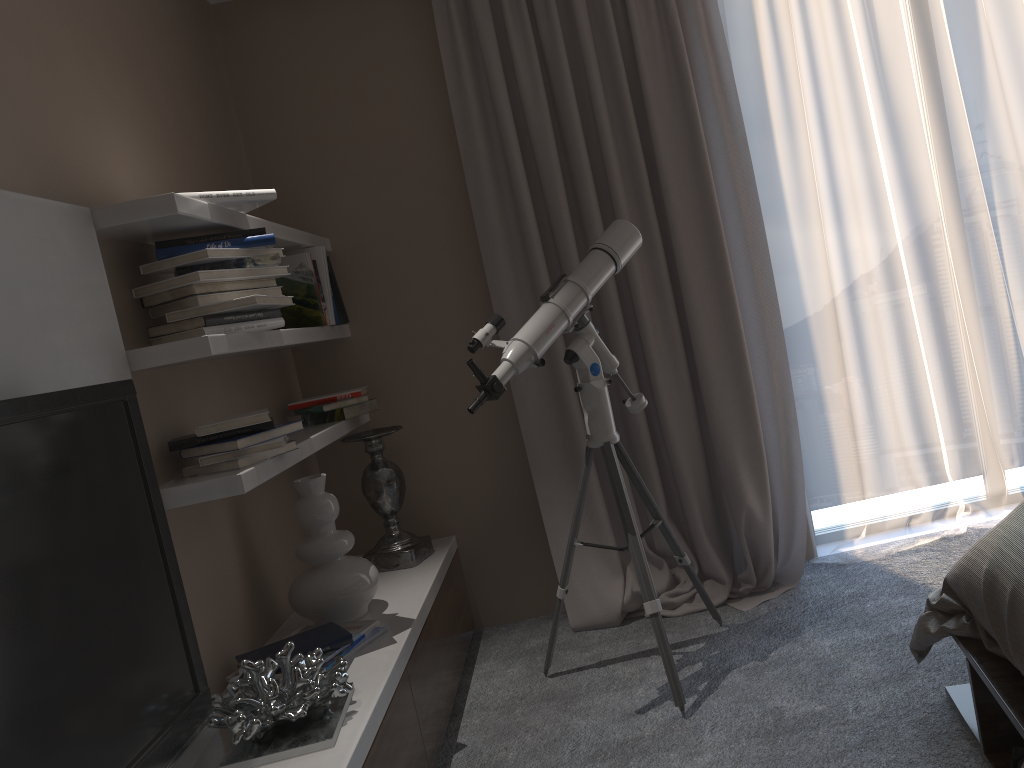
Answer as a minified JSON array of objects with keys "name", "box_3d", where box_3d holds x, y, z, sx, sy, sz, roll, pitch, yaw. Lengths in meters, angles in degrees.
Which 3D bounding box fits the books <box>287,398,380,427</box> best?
[{"name":"books","box_3d":[-0.633,0.104,3.126,0.238,0.043,0.200,-9,5,25]}]

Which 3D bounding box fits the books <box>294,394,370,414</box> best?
[{"name":"books","box_3d":[-0.642,0.073,3.122,0.185,0.023,0.236,-15,5,-38]}]

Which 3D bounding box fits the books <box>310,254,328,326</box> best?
[{"name":"books","box_3d":[-0.745,-0.303,3.000,0.178,0.251,0.023,-12,5,-2]}]

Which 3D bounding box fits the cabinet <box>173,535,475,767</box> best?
[{"name":"cabinet","box_3d":[-0.532,1.007,1.147,0.450,0.370,4.564,-11,4,4]}]

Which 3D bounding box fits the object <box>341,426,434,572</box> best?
[{"name":"object","box_3d":[-0.446,0.404,3.137,0.217,0.482,0.221,-11,5,10]}]

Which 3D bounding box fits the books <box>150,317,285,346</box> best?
[{"name":"books","box_3d":[-0.759,-0.133,2.281,0.190,0.028,0.274,-9,5,29]}]

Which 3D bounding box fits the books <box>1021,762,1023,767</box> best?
[{"name":"books","box_3d":[1.079,0.771,1.724,0.147,0.020,0.216,-7,6,43]}]

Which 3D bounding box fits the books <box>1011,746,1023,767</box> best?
[{"name":"books","box_3d":[1.074,0.792,1.750,0.141,0.023,0.231,-9,5,30]}]

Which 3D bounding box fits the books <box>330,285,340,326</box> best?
[{"name":"books","box_3d":[-0.722,-0.318,3.075,0.185,0.260,0.025,-12,5,-2]}]

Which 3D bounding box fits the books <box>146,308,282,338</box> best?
[{"name":"books","box_3d":[-0.769,-0.159,2.290,0.182,0.031,0.293,-10,5,23]}]

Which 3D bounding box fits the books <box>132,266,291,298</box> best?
[{"name":"books","box_3d":[-0.767,-0.265,2.269,0.214,0.027,0.325,-9,5,26]}]

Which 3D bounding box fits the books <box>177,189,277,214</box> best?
[{"name":"books","box_3d":[-0.781,-0.463,2.269,0.285,0.027,0.193,-15,6,-44]}]

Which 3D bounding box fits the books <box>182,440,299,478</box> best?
[{"name":"books","box_3d":[-0.692,0.190,2.258,0.167,0.025,0.237,-10,5,22]}]

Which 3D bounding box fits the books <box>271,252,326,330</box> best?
[{"name":"books","box_3d":[-0.749,-0.297,2.941,0.195,0.250,0.043,-12,5,-2]}]

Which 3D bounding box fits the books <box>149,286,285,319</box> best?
[{"name":"books","box_3d":[-0.768,-0.214,2.300,0.189,0.028,0.275,-9,5,33]}]

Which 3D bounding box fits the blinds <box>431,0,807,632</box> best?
[{"name":"blinds","box_3d":[0.414,-0.471,3.143,1.052,2.644,0.357,-12,5,0]}]

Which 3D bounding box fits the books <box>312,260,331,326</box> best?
[{"name":"books","box_3d":[-0.735,-0.297,3.026,0.173,0.229,0.024,-12,5,-2]}]

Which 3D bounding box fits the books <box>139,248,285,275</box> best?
[{"name":"books","box_3d":[-0.764,-0.317,2.268,0.201,0.022,0.301,-10,5,22]}]

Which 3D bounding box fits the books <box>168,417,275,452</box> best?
[{"name":"books","box_3d":[-0.738,0.126,2.254,0.256,0.026,0.159,-13,4,-19]}]

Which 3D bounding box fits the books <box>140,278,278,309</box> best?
[{"name":"books","box_3d":[-0.778,-0.238,2.286,0.180,0.031,0.295,-9,5,28]}]

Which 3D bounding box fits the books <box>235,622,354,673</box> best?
[{"name":"books","box_3d":[-0.566,0.691,2.286,0.275,0.028,0.166,-14,5,-30]}]

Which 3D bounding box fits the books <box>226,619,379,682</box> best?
[{"name":"books","box_3d":[-0.547,0.703,2.334,0.244,0.011,0.329,-10,5,21]}]

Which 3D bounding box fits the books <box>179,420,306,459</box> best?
[{"name":"books","box_3d":[-0.688,0.141,2.265,0.175,0.025,0.268,-10,5,22]}]

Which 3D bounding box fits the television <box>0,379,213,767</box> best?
[{"name":"television","box_3d":[-0.764,0.399,1.187,0.144,0.715,1.102,-11,4,4]}]

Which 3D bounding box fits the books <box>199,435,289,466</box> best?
[{"name":"books","box_3d":[-0.686,0.164,2.275,0.200,0.021,0.264,-12,4,-13]}]

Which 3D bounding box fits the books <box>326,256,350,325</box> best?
[{"name":"books","box_3d":[-0.696,-0.319,3.132,0.169,0.246,0.087,-12,5,-1]}]

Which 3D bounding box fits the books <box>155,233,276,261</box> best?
[{"name":"books","box_3d":[-0.767,-0.343,2.276,0.288,0.027,0.186,-13,5,-24]}]

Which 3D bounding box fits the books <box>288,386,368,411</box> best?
[{"name":"books","box_3d":[-0.647,0.051,3.120,0.252,0.023,0.173,-12,4,-4]}]

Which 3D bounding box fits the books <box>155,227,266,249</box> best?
[{"name":"books","box_3d":[-0.792,-0.368,2.315,0.275,0.028,0.168,-13,5,-24]}]

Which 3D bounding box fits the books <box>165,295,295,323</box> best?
[{"name":"books","box_3d":[-0.727,-0.197,2.306,0.224,0.027,0.311,-11,4,1]}]

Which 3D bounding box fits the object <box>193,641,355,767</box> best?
[{"name":"object","box_3d":[-0.517,0.665,1.918,0.326,0.177,0.320,-12,4,-4]}]

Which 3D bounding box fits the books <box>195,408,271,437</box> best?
[{"name":"books","box_3d":[-0.712,0.097,2.251,0.179,0.023,0.221,-13,4,-18]}]

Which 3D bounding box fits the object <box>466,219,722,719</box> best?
[{"name":"object","box_3d":[0.250,0.226,2.639,0.617,1.407,0.596,-12,5,2]}]

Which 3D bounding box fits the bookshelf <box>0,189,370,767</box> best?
[{"name":"bookshelf","box_3d":[-0.801,0.259,1.096,0.230,1.204,4.525,-11,4,4]}]

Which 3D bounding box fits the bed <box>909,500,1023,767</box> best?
[{"name":"bed","box_3d":[1.845,0.426,1.023,2.257,0.625,2.327,-11,4,11]}]

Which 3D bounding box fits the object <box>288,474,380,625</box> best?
[{"name":"object","box_3d":[-0.554,0.488,2.613,0.266,0.432,0.264,-12,5,0]}]

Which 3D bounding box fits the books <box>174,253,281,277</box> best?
[{"name":"books","box_3d":[-0.740,-0.298,2.284,0.255,0.026,0.177,-13,5,-25]}]

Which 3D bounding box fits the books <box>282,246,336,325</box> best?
[{"name":"books","box_3d":[-0.730,-0.331,3.049,0.218,0.288,0.021,-12,5,-2]}]

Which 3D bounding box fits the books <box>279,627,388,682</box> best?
[{"name":"books","box_3d":[-0.528,0.721,2.337,0.242,0.011,0.331,-9,5,26]}]

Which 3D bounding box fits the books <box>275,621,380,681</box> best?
[{"name":"books","box_3d":[-0.538,0.712,2.341,0.246,0.011,0.327,-10,4,16]}]
